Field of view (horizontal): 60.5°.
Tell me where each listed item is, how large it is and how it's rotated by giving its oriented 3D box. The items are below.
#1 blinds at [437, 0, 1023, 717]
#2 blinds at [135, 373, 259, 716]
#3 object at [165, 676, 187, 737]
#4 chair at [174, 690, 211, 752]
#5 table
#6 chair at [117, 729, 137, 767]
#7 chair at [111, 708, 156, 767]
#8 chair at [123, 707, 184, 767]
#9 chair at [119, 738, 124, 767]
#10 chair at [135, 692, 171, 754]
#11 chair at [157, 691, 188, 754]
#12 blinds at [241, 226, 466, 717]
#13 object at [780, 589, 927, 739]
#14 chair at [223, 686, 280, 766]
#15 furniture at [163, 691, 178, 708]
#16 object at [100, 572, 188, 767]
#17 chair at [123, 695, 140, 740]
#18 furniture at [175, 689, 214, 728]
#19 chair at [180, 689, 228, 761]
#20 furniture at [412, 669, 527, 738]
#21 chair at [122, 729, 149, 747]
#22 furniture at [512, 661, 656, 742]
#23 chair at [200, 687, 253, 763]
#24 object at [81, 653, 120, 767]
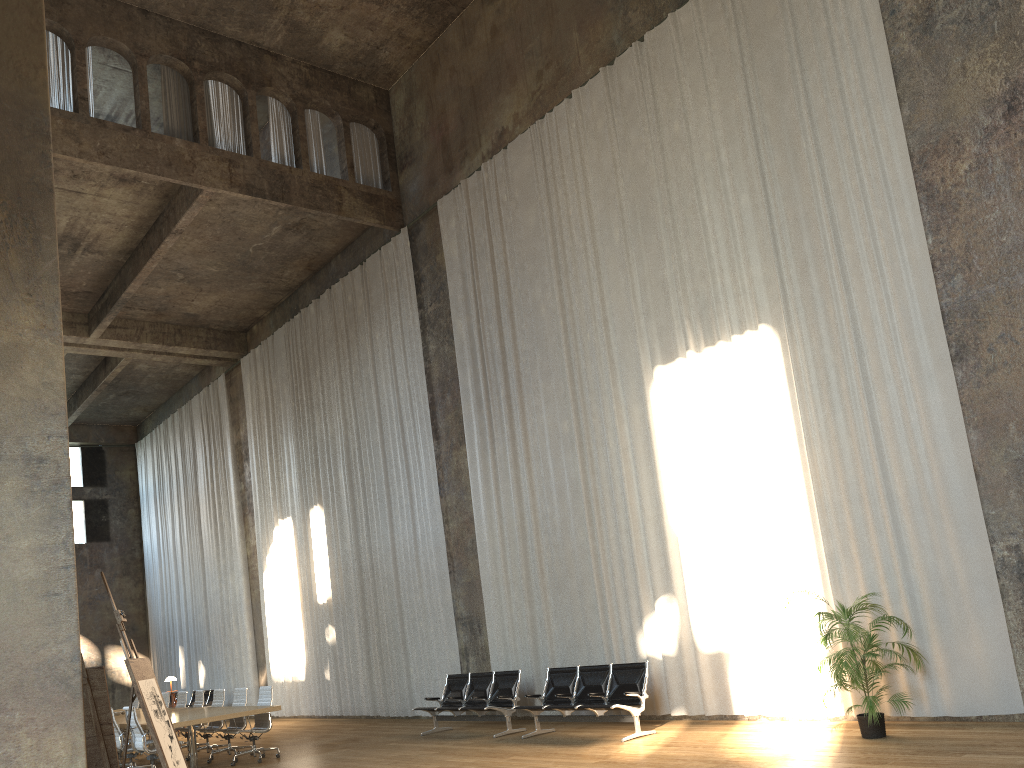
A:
[{"bbox_3d":[1.627,-0.053,11.441,0.275,8.462,8.003,-1,-13,-38],"label":"blinds"},{"bbox_3d":[-9.122,4.938,24.643,0.275,8.462,7.997,0,-13,-40],"label":"blinds"},{"bbox_3d":[-7.477,7.022,19.107,0.570,1.269,0.674,-6,-10,-7],"label":"object"},{"bbox_3d":[-5.448,5.678,14.686,0.698,1.003,0.681,-1,-12,-31],"label":"chair"},{"bbox_3d":[-6.144,5.846,14.495,1.605,0.742,7.883,4,-19,-38],"label":"table"},{"bbox_3d":[-5.896,5.274,13.011,0.700,1.003,0.680,2,-14,-40],"label":"chair"},{"bbox_3d":[-5.357,5.028,12.364,0.698,1.003,0.681,-1,-12,-31],"label":"chair"},{"bbox_3d":[-4.793,4.782,11.727,0.698,1.003,0.681,0,-13,-34],"label":"chair"},{"bbox_3d":[-6.470,5.543,13.726,0.698,1.003,0.681,0,-13,-34],"label":"chair"},{"bbox_3d":[-6.581,6.200,16.063,0.700,1.003,0.680,2,-14,-40],"label":"chair"},{"bbox_3d":[-5.993,5.932,15.359,0.698,1.003,0.681,0,-13,-34],"label":"chair"},{"bbox_3d":[-3.739,2.439,18.032,0.275,8.462,8.003,-1,-13,-38],"label":"blinds"},{"bbox_3d":[3.257,2.625,8.378,1.149,1.425,1.097,-17,-14,40],"label":"object"},{"bbox_3d":[-5.965,4.689,10.829,12.983,1.009,32.194,5,-19,-38],"label":"chair"},{"bbox_3d":[-9.148,8.514,22.964,0.709,0.824,1.913,2,-17,-39],"label":"furniture"},{"bbox_3d":[-2.277,2.227,5.567,0.683,2.101,0.718,-5,-9,-14],"label":"object"},{"bbox_3d":[-7.672,6.694,17.356,0.698,1.003,0.681,0,-13,-34],"label":"chair"},{"bbox_3d":[-7.666,7.826,21.143,0.709,0.824,1.913,2,-17,-39],"label":"furniture"},{"bbox_3d":[-4.888,5.419,14.002,0.698,1.003,0.681,0,-13,-34],"label":"chair"},{"bbox_3d":[-0.654,4.595,12.620,0.709,0.824,1.913,2,-17,-39],"label":"furniture"},{"bbox_3d":[-7.112,6.447,16.716,0.698,1.003,0.681,-1,-12,-31],"label":"chair"},{"bbox_3d":[0.828,3.907,10.799,0.709,0.824,1.913,2,-17,-39],"label":"furniture"},{"bbox_3d":[-4.317,5.155,13.304,0.699,1.003,0.680,0,-13,-36],"label":"chair"},{"bbox_3d":[-3.532,2.764,6.941,0.700,2.101,0.700,-6,-9,-8],"label":"object"}]
